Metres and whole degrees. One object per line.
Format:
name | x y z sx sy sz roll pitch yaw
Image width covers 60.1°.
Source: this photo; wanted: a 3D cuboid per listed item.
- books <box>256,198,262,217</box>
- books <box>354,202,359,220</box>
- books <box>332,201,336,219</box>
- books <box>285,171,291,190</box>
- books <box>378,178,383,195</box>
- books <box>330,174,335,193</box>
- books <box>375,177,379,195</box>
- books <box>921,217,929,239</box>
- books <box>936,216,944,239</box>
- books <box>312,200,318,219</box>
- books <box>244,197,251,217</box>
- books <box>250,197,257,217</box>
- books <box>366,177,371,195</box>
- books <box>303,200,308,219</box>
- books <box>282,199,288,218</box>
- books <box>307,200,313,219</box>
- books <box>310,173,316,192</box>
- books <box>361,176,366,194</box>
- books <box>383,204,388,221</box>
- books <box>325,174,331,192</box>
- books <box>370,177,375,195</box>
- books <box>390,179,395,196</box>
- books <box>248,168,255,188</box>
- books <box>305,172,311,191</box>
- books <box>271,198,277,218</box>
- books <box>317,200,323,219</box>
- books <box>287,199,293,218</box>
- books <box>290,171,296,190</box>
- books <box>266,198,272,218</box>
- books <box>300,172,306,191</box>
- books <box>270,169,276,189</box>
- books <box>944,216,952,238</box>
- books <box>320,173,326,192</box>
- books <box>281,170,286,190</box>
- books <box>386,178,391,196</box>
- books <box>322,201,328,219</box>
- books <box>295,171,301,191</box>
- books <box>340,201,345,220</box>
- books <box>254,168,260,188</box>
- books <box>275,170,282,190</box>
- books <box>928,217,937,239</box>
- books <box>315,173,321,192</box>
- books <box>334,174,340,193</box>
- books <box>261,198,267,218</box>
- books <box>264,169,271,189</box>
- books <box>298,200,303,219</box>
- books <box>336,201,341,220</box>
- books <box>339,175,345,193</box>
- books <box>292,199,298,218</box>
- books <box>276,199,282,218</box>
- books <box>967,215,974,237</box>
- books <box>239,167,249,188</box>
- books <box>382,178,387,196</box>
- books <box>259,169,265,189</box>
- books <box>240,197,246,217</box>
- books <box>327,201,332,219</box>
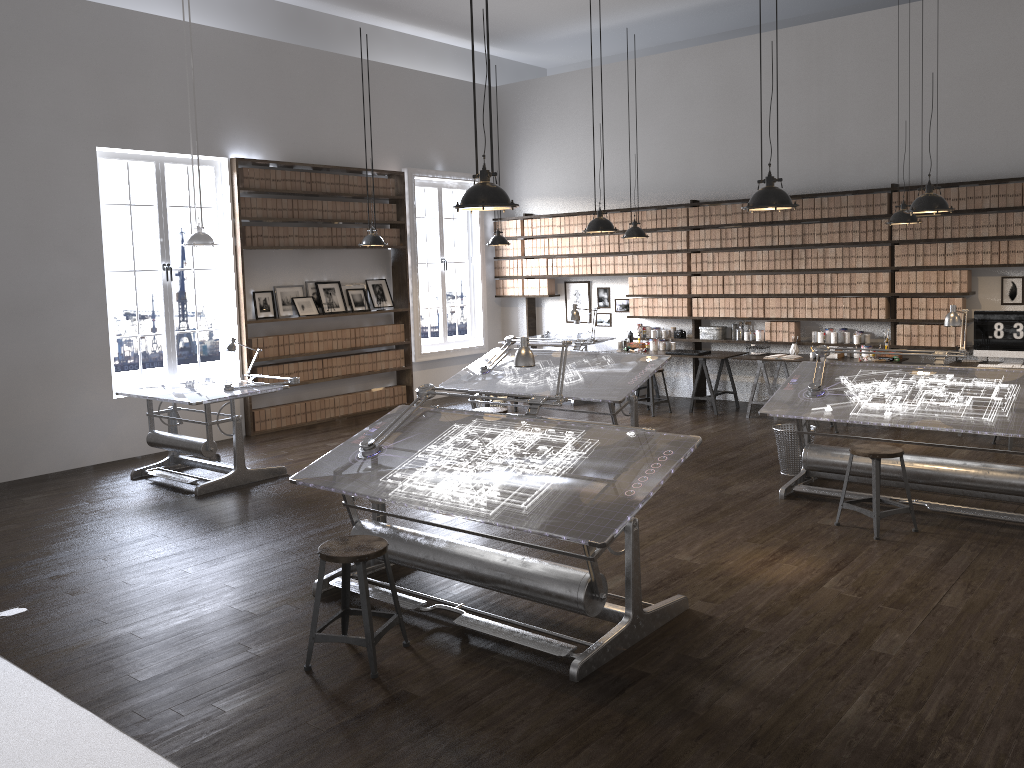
books | -2.844 -1.940 9.792 0.175 0.224 0.067 3 7 39
books | -1.964 -2.111 10.864 0.175 0.224 0.067 3 7 39
books | -2.186 -2.068 10.596 0.175 0.224 0.067 3 7 39
books | -2.596 -2.306 10.076 0.175 0.225 0.067 3 7 39
books | -1.709 -2.477 11.156 0.175 0.225 0.067 3 7 39
books | -2.198 -2.384 10.572 0.174 0.225 0.067 3 7 39
books | -1.755 -2.469 11.108 0.175 0.224 0.067 3 7 39
books | 4.254 -1.595 9.091 0.067 0.224 0.175 2 7 39
books | 4.369 -1.586 8.996 0.067 0.225 0.175 2 7 39
books | -2.360 -2.033 10.375 0.175 0.225 0.067 3 7 39
books | -2.935 -1.923 9.683 0.175 0.225 0.067 3 7 39
books | -2.888 -1.932 9.735 0.175 0.225 0.067 3 7 39
books | -1.838 -2.453 11.001 0.175 0.225 0.067 3 7 39
books | -2.449 -2.017 10.274 0.175 0.224 0.067 3 7 39
books | -2.628 -1.982 10.052 0.174 0.225 0.067 3 7 39
books | -2.406 -2.024 10.319 0.175 0.225 0.067 3 7 39
books | -2.372 -2.349 10.350 0.175 0.225 0.067 3 7 39
books | -1.885 -2.444 10.949 0.175 0.225 0.067 3 7 39
books | -1.655 -2.170 11.236 0.175 0.225 0.067 3 7 39
books | -2.239 -2.375 10.515 0.174 0.225 0.067 3 7 39
books | -1.793 -2.462 11.058 0.175 0.224 0.067 3 7 39
books | -1.578 -2.503 11.318 0.174 0.225 0.067 3 7 39
books | -2.902 -2.247 9.703 0.175 0.225 0.067 3 7 39
books | -2.423 -2.341 10.296 0.175 0.225 0.067 3 7 39
books | -2.721 -1.965 9.945 0.175 0.225 0.067 3 7 39
books | -2.317 -2.042 10.433 0.174 0.225 0.067 3 7 39
books | -2.587 -1.991 10.110 0.175 0.225 0.067 3 7 39
books | -2.558 -2.314 10.132 0.175 0.225 0.067 3 7 39
books | -2.759 -1.956 9.890 0.175 0.225 0.067 3 7 39
books | -2.465 -2.332 10.238 0.174 0.225 0.067 3 7 39
books | -2.724 -2.281 9.921 0.175 0.225 0.067 3 7 39
books | 4.421 -1.581 8.948 0.067 0.225 0.175 2 7 39
books | -2.282 -2.366 10.457 0.175 0.225 0.067 3 7 39
books | -2.641 -2.298 10.028 0.175 0.224 0.067 3 7 39
books | -1.626 -2.495 11.266 0.174 0.225 0.067 3 7 39
books | -2.268 -2.051 10.489 0.175 0.225 0.067 3 7 39
books | -2.513 -2.323 10.187 0.174 0.225 0.067 3 7 39
books | -2.101 -2.085 10.702 0.174 0.225 0.067 3 7 39
books | -2.858 -2.256 9.761 0.174 0.225 0.067 3 7 39
books | -2.680 -2.290 9.978 0.175 0.224 0.067 3 7 39
books | 4.308 -1.590 9.039 0.067 0.225 0.175 2 7 39
books | -2.329 -2.359 10.411 0.175 0.224 0.067 3 7 39
books | -2.152 -2.393 10.624 0.175 0.225 0.067 3 7 39
books | -2.805 -1.948 9.841 0.175 0.224 0.067 3 7 39
books | -2.772 -2.273 9.870 0.175 0.225 0.067 3 7 39
books | -2.493 -2.009 10.225 0.175 0.224 0.067 3 7 39
books | -2.140 -2.076 10.644 0.175 0.225 0.067 3 7 39
books | -2.104 -2.402 10.681 0.175 0.224 0.067 3 7 39
books | -2.535 -2.000 10.164 0.175 0.225 0.067 3 7 39
books | -2.676 -1.973 10.000 0.174 0.225 0.067 3 7 39
books | 4.582 -1.569 8.814 0.067 0.225 0.175 2 7 39
books | -2.947 -2.238 9.647 0.175 0.225 0.067 3 7 39
books | -1.671 -2.486 11.212 0.175 0.225 0.067 3 7 39
books | -2.817 -2.264 9.817 0.174 0.225 0.067 3 7 39
books | -2.981 -1.915 9.631 0.174 0.225 0.067 3 7 39
books | -2.224 -2.060 10.546 0.175 0.224 0.067 3 7 39
